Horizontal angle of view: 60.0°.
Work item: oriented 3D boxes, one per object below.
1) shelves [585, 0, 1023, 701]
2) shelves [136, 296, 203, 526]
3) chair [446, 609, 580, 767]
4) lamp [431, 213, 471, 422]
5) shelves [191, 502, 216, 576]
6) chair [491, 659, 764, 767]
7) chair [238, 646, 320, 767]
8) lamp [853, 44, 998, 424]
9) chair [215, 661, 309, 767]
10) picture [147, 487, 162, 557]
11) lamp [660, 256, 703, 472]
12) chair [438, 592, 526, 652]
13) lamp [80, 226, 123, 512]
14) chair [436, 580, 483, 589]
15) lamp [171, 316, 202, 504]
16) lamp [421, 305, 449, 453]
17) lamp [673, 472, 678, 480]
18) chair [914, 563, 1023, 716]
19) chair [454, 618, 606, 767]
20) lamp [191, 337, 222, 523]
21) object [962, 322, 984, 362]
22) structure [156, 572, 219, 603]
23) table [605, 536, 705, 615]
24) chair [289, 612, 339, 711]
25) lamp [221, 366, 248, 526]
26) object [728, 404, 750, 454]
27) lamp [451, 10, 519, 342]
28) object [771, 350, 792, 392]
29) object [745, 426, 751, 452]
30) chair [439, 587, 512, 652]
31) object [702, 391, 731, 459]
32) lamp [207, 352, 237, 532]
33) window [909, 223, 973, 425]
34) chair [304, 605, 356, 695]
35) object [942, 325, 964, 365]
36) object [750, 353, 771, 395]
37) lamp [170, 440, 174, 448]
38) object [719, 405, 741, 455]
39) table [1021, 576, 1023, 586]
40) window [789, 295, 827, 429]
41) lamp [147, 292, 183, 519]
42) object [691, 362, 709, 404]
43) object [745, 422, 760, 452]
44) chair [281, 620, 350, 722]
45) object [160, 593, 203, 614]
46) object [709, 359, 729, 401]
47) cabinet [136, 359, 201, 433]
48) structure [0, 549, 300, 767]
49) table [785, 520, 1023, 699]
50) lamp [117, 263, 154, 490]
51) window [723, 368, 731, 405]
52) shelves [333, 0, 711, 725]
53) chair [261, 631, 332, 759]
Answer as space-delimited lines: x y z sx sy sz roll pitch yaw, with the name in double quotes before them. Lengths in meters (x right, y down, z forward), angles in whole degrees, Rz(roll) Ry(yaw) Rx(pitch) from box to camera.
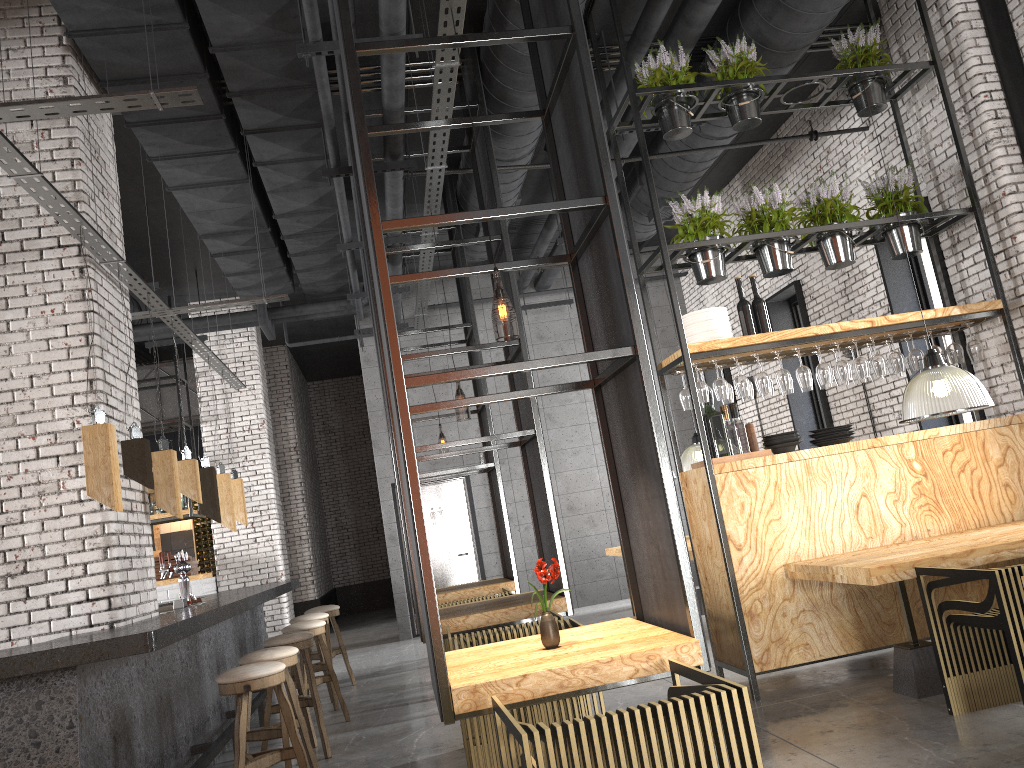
"shelves" 2.139 -0.644 6.251 2.334 5.036 0.687 -8 -10 -9
"shelves" -7.151 0.655 11.464 5.679 3.077 0.595 -8 -10 -9
"chair" -0.003 1.759 5.170 0.657 0.733 0.636 -8 -10 -7
"lamp" -0.474 -0.522 6.450 0.108 1.604 0.108 -17 -13 37
"shelves" -4.650 2.728 14.382 0.889 2.156 0.250 -8 -10 -9
"chair" 0.352 1.302 2.664 0.657 0.733 0.636 -8 -10 -10
"chair" -1.348 1.918 5.023 0.481 0.808 0.437 -6 -10 -20
"lamp" 2.369 -0.990 5.435 0.535 2.414 0.536 -15 -11 27
"chair" -1.265 1.811 4.432 0.481 0.808 0.437 -3 -12 -35
"picture" -6.275 2.322 14.475 0.980 1.146 0.020 -8 -10 -9
"lamp" 1.762 -0.280 9.277 0.535 2.414 0.536 -15 -11 27
"chair" -0.226 2.080 6.964 0.657 0.733 0.636 -8 -10 -10
"lamp" -2.162 -0.104 4.579 0.127 1.552 0.127 -8 -10 -9
"chair" -0.546 2.525 9.434 0.657 0.733 0.636 -8 -10 -9
"lamp" -2.419 0.176 6.489 0.127 1.425 0.127 -8 -10 -9
"lamp" -0.804 -0.064 8.994 0.108 1.604 0.108 -14 -11 23
"lamp" 1.544 0.023 10.955 0.535 2.414 0.536 -16 -12 32
"chair" 2.456 1.185 4.186 0.657 0.733 0.636 -8 -10 -8
"chair" 0.094 1.623 4.418 0.657 0.733 0.636 -9 -10 -6
"lamp" -2.490 0.352 7.110 0.127 1.552 0.127 -8 -10 -9
"object" 3.190 -0.290 6.139 0.101 0.268 0.101 -14 -11 22
"structure" -6.612 3.502 10.891 5.802 1.350 1.505 -8 -9 -9
"table" 2.029 2.094 9.589 1.000 0.766 4.120 -8 -9 -9
"chair" -1.759 2.407 7.674 0.439 0.808 0.478 -8 -10 -10
"lamp" -2.654 0.579 8.376 0.127 1.552 0.127 -8 -10 -9
"object" 1.508 0.317 5.905 0.070 0.369 0.107 -8 -10 -10
"lamp" -0.151 -0.971 3.954 0.108 1.604 0.108 -2 -12 -36
"object" 1.799 -0.089 5.919 0.100 0.268 0.101 -15 -11 27
"object" 1.591 0.391 5.980 0.056 0.250 0.055 -7 -10 -16
"chair" -0.300 2.208 7.692 0.657 0.733 0.636 -8 -10 -8
"object" 1.330 0.247 5.881 0.106 0.556 0.156 -8 -10 -10
"lamp" -2.567 0.495 7.738 0.127 1.612 0.127 -8 -10 -9
"window" 3.796 -0.175 7.550 0.365 2.708 0.746 -8 -10 -9
"chair" -1.737 2.544 8.563 0.439 0.808 0.479 -2 -13 -39
"object" 3.046 -0.269 6.116 0.101 0.268 0.101 -14 -11 22
"object" 1.655 -0.068 5.896 0.100 0.268 0.101 -15 -11 27
"lamp" -5.495 1.383 14.432 0.390 0.940 0.389 -9 -10 -6
"object" 1.444 0.326 5.894 0.070 0.369 0.107 -8 -10 -10
"table" 3.106 0.869 2.999 2.117 0.766 0.996 -8 -9 -9
"window" 3.493 0.245 9.886 0.365 2.708 0.746 -8 -10 -9
"lamp" -2.326 0.124 5.845 0.127 1.552 0.127 -8 -10 -9
"object" 1.231 -0.006 5.829 0.100 0.268 0.101 -15 -11 27
"object" 1.602 0.376 5.896 0.056 0.250 0.055 -7 -10 -16
"chair" -1.508 2.230 6.821 0.439 0.808 0.478 -6 -10 -20
"object" -2.292 1.497 6.104 0.200 0.106 0.764 -8 -9 -9
"object" 1.366 -0.026 5.850 0.100 0.268 0.101 -15 -11 27
"cabinet" -7.386 0.884 13.730 5.866 1.774 0.679 -8 -10 -9
"structure" -3.966 2.218 6.267 4.312 1.539 5.854 -8 -9 -9
"table" 2.839 1.239 5.054 2.117 0.766 0.996 -8 -9 -9
"lamp" -2.257 -0.064 5.225 0.127 1.400 0.127 -8 -10 -9
"window" 3.189 0.669 12.236 0.365 2.708 0.746 -8 -10 -9
"shelves" -0.493 -0.481 6.468 1.003 4.381 6.124 -8 -9 -9
"chair" -1.425 2.070 5.897 0.437 0.808 0.480 -18 -13 39
